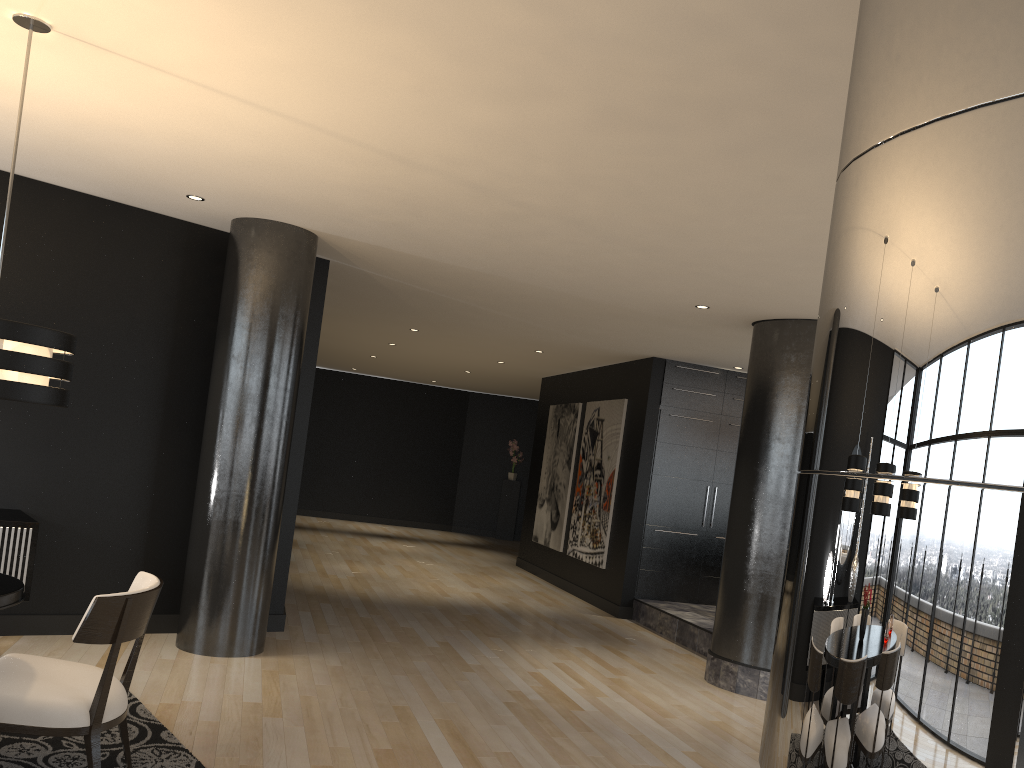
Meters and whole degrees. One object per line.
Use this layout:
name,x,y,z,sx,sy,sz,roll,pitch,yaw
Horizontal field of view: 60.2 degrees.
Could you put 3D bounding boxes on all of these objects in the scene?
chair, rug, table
chair,-1.670,1.108,3.261,0.617,0.804,0.643,8,-2,-10
rug,-2.752,1.298,2.543,3.750,0.011,2.707,12,-7,-38
table,-2.645,0.932,2.569,2.121,0.767,1.204,11,-5,-36

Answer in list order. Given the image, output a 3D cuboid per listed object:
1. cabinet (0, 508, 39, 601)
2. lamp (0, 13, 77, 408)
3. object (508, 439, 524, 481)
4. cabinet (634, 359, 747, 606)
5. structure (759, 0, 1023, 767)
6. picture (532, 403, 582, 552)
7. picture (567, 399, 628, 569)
cabinet,-3.707,0.963,4.407,2.254,0.765,0.607,11,-4,-38
lamp,-1.763,-0.612,3.086,0.539,1.326,0.533,8,-1,-39
object,0.054,1.450,16.864,0.338,0.786,0.229,7,0,13
cabinet,4.071,1.442,10.285,5.748,2.522,0.726,9,-1,-16
structure,0.889,0.315,1.540,0.590,2.738,0.888,8,0,-28
picture,0.597,1.197,11.543,0.077,1.870,1.153,8,-1,-16
picture,0.986,1.124,10.193,0.077,1.870,1.153,8,-1,-16
